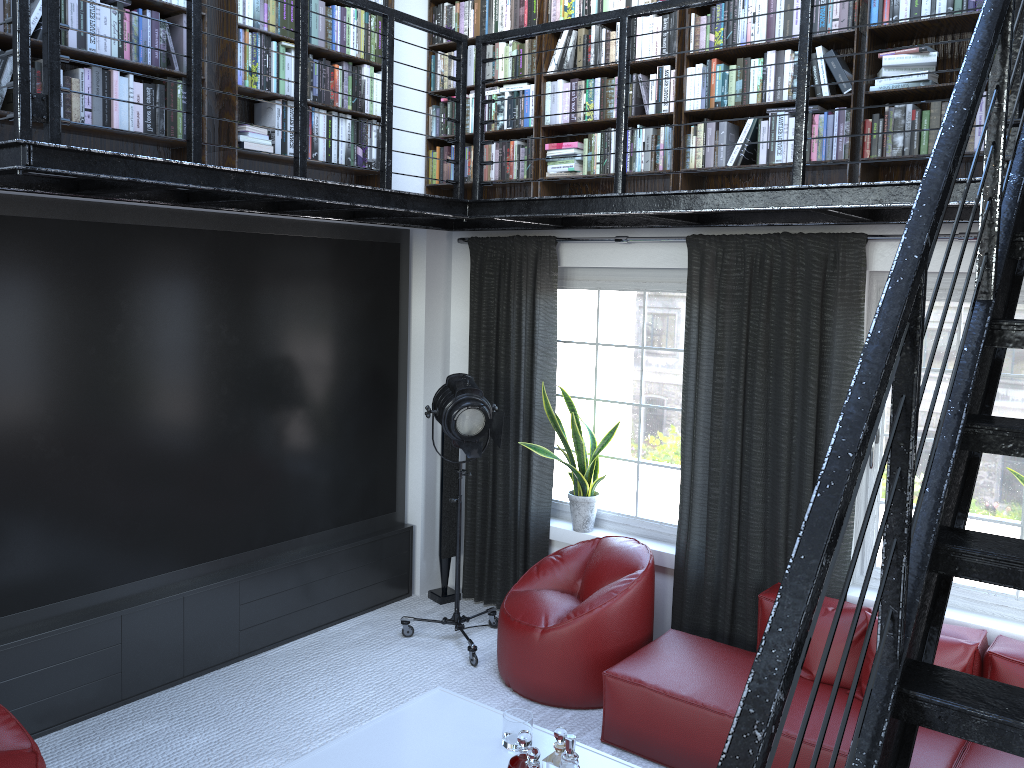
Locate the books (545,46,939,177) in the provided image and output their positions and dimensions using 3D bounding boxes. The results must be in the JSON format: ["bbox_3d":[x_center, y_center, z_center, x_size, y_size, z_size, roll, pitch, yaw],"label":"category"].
[{"bbox_3d":[1.597,-1.596,4.142,3.398,1.118,0.241,6,7,37],"label":"books"}]

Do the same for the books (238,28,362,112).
[{"bbox_3d":[0.566,-1.677,3.349,4.392,1.399,1.172,6,7,37],"label":"books"}]

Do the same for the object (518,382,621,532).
[{"bbox_3d":[0.264,0.421,5.326,0.526,0.936,0.554,-3,7,-42],"label":"object"}]

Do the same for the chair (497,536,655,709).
[{"bbox_3d":[0.340,1.221,4.751,0.830,0.709,0.834,1,6,-1],"label":"chair"}]

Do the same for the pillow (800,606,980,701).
[{"bbox_3d":[1.911,1.239,3.274,0.983,0.400,1.964,0,7,-10],"label":"pillow"}]

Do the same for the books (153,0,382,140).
[{"bbox_3d":[0.397,-1.530,3.189,4.344,1.135,1.602,6,8,37],"label":"books"}]

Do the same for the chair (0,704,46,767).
[{"bbox_3d":[-1.991,1.374,2.918,0.830,0.709,0.833,3,6,17],"label":"chair"}]

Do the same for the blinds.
[{"bbox_3d":[0.666,0.337,5.064,2.513,2.377,0.125,6,6,37],"label":"blinds"}]

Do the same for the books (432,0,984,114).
[{"bbox_3d":[1.294,-1.767,4.344,4.450,1.391,0.242,7,7,38],"label":"books"}]

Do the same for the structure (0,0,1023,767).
[{"bbox_3d":[-0.047,0.110,2.792,4.497,3.342,4.624,6,7,37],"label":"structure"}]

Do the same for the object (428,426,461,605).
[{"bbox_3d":[-0.431,0.816,5.812,0.157,1.216,0.158,-2,6,-37],"label":"object"}]

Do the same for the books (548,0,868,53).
[{"bbox_3d":[1.307,-2.064,4.334,2.642,0.824,0.214,6,7,37],"label":"books"}]

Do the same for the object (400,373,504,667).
[{"bbox_3d":[0.747,0.797,4.718,2.908,1.573,0.755,4,5,21],"label":"object"}]

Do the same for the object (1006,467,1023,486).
[{"bbox_3d":[2.362,0.669,3.690,0.554,0.936,0.527,4,6,26],"label":"object"}]

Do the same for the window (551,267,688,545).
[{"bbox_3d":[0.634,0.102,5.344,1.169,1.599,0.133,6,6,37],"label":"window"}]

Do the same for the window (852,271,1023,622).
[{"bbox_3d":[2.224,0.287,4.128,1.169,1.599,0.133,6,6,37],"label":"window"}]

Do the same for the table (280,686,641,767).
[{"bbox_3d":[-0.034,1.632,3.122,1.668,0.243,1.168,7,8,37],"label":"table"}]

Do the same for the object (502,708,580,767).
[{"bbox_3d":[0.232,1.370,3.144,1.011,0.293,0.513,7,8,41],"label":"object"}]

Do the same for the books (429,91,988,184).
[{"bbox_3d":[0.987,-1.747,3.970,4.444,1.424,1.287,7,8,39],"label":"books"}]

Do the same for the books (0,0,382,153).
[{"bbox_3d":[-1.449,-1.839,4.181,0.315,1.417,2.211,5,7,38],"label":"books"}]

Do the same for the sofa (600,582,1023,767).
[{"bbox_3d":[1.008,1.505,2.815,2.546,0.653,3.286,6,8,37],"label":"sofa"}]

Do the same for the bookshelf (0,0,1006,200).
[{"bbox_3d":[0.466,-1.600,3.265,4.484,1.610,3.095,6,8,37],"label":"bookshelf"}]

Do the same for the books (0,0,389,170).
[{"bbox_3d":[0.224,-1.637,2.933,4.385,1.403,2.209,6,8,37],"label":"books"}]

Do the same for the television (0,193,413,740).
[{"bbox_3d":[-1.701,0.329,4.513,0.117,2.418,3.359,5,7,37],"label":"television"}]

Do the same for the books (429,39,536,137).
[{"bbox_3d":[1.297,-1.779,4.346,4.444,1.407,0.227,6,7,37],"label":"books"}]
